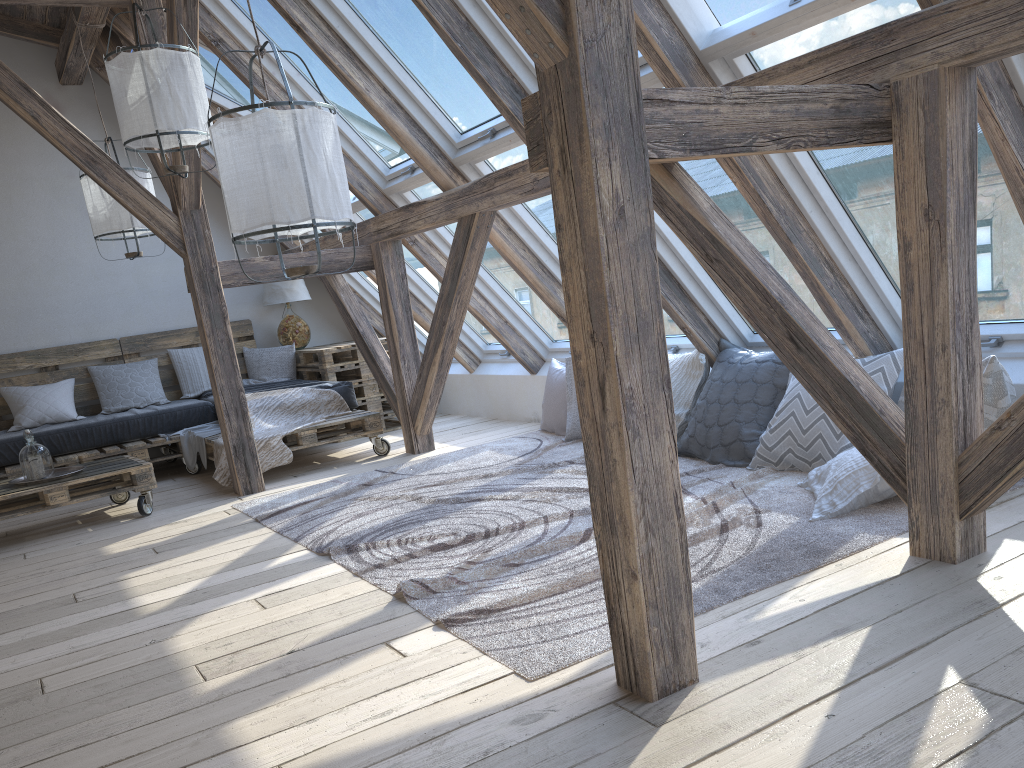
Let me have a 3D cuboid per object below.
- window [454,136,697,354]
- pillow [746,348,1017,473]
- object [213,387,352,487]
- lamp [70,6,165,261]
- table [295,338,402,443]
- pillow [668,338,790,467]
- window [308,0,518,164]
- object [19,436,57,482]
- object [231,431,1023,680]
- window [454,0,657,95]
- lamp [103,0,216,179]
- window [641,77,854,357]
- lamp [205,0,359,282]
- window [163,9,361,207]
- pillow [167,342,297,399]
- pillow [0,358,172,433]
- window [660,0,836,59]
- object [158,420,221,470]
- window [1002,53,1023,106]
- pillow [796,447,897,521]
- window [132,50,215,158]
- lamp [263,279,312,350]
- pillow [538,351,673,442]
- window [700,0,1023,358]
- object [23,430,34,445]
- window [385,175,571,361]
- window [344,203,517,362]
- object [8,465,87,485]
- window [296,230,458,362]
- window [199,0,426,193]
[{"bbox_3d":[0.454,-0.687,4.603,1.082,1.308,0.847,-14,12,-29],"label":"window"},{"bbox_3d":[1.483,0.131,3.497,0.496,0.546,1.142,-13,9,-25],"label":"pillow"},{"bbox_3d":[-1.468,0.304,5.592,0.810,0.485,0.988,-8,7,0],"label":"object"},{"bbox_3d":[-2.457,-1.532,5.308,0.401,1.554,0.396,-6,13,11],"label":"lamp"},{"bbox_3d":[-1.332,0.030,7.144,0.666,0.718,1.008,-14,10,-30],"label":"table"},{"bbox_3d":[0.952,0.075,4.445,0.462,0.576,1.262,-14,9,-29],"label":"pillow"},{"bbox_3d":[-0.558,-1.689,3.858,1.082,1.308,0.847,-14,12,-29],"label":"window"},{"bbox_3d":[-2.581,0.403,4.764,0.156,0.253,0.152,-2,12,28],"label":"object"},{"bbox_3d":[0.174,0.483,4.025,2.160,0.058,3.161,-12,7,-30],"label":"object"},{"bbox_3d":[-0.086,-1.673,3.077,1.082,1.308,0.847,-14,12,-29],"label":"window"},{"bbox_3d":[-1.634,-1.605,3.900,0.400,1.336,0.397,1,15,35],"label":"lamp"},{"bbox_3d":[0.926,-0.671,3.821,1.082,1.308,0.847,-14,12,-29],"label":"window"},{"bbox_3d":[-0.826,-1.288,2.697,0.401,1.941,0.396,-6,13,11],"label":"lamp"},{"bbox_3d":[-1.463,-1.729,5.443,1.332,1.307,0.847,-14,12,-29],"label":"window"},{"bbox_3d":[-2.193,-0.151,6.972,0.963,0.409,0.380,-10,10,-13],"label":"pillow"},{"bbox_3d":[-3.105,0.059,6.424,1.115,0.364,0.347,-12,10,-29],"label":"pillow"},{"bbox_3d":[0.428,-1.666,2.319,1.388,1.307,0.847,-13,12,-29],"label":"window"},{"bbox_3d":[-2.078,0.420,6.134,0.707,0.283,0.495,-1,10,44],"label":"object"},{"bbox_3d":[1.870,-0.639,2.259,1.082,1.308,0.847,-14,12,-29],"label":"window"},{"bbox_3d":[1.302,0.327,3.260,0.476,0.248,0.524,-7,8,12],"label":"pillow"},{"bbox_3d":[-1.974,-1.737,6.202,1.082,1.308,0.847,-14,12,-29],"label":"window"},{"bbox_3d":[-1.902,-0.214,7.358,0.820,1.316,0.381,3,16,44],"label":"lamp"},{"bbox_3d":[0.469,0.088,5.309,0.427,0.537,1.128,-16,11,-37],"label":"pillow"},{"bbox_3d":[1.398,-0.655,3.040,1.082,1.308,0.847,-14,12,-29],"label":"window"},{"bbox_3d":[-2.667,0.389,4.902,0.070,0.274,0.152,-15,13,-30],"label":"object"},{"bbox_3d":[-0.018,-0.703,5.384,1.082,1.308,0.847,-14,12,-29],"label":"window"},{"bbox_3d":[-0.490,-0.719,6.165,1.082,1.308,0.847,-14,12,-29],"label":"window"},{"bbox_3d":[-2.568,0.509,4.875,0.393,0.022,0.388,-9,6,-10],"label":"object"},{"bbox_3d":[-0.962,-0.735,6.947,1.082,1.308,0.847,-14,12,-29],"label":"window"},{"bbox_3d":[-1.030,-1.705,4.640,1.082,1.308,0.847,-14,12,-29],"label":"window"}]
